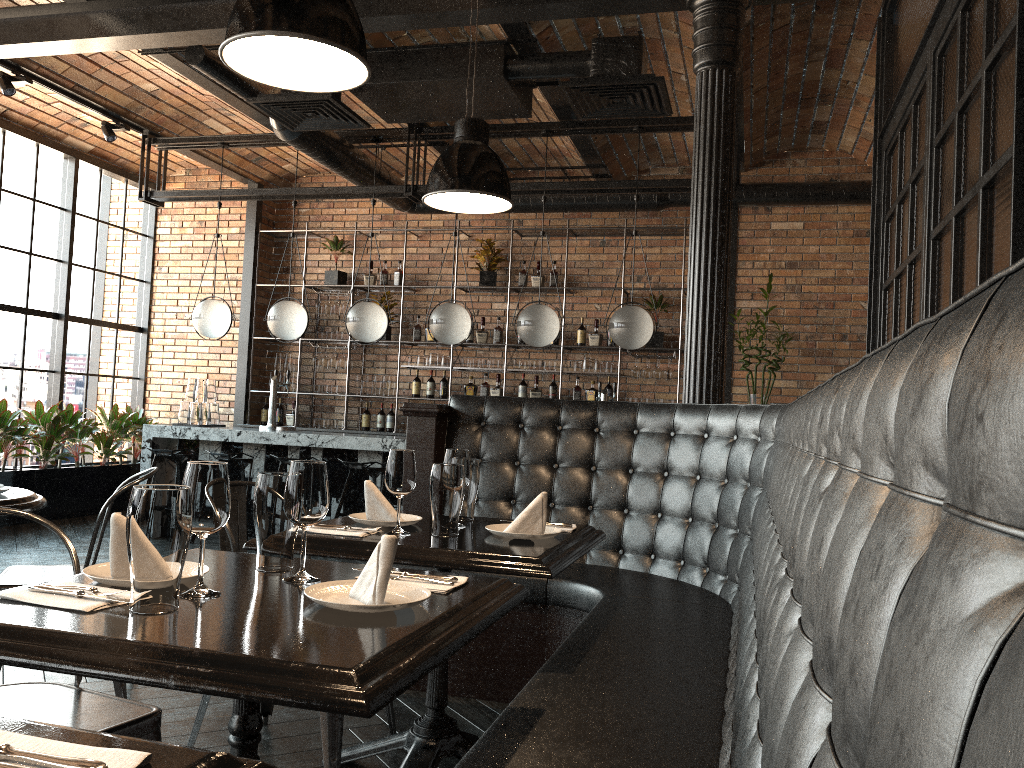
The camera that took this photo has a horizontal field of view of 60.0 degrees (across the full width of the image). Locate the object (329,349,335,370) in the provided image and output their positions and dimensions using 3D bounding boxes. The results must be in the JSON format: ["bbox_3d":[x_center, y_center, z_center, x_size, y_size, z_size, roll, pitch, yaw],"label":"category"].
[{"bbox_3d":[-1.916,-0.272,9.496,0.092,0.244,0.092,2,-2,21],"label":"object"}]

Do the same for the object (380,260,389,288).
[{"bbox_3d":[-1.339,-1.154,9.310,0.083,0.282,0.083,3,-2,0],"label":"object"}]

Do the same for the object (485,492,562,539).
[{"bbox_3d":[0.037,0.395,2.684,0.232,0.139,0.232,4,-2,-27],"label":"object"}]

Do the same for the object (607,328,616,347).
[{"bbox_3d":[0.974,-0.498,8.662,0.086,0.297,0.086,4,-2,-26],"label":"object"}]

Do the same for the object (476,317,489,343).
[{"bbox_3d":[-0.297,-0.538,8.986,0.123,0.279,0.123,3,-2,4],"label":"object"}]

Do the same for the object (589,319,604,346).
[{"bbox_3d":[0.824,-0.495,8.684,0.123,0.279,0.123,2,-2,24],"label":"object"}]

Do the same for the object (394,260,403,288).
[{"bbox_3d":[-1.179,-1.148,9.267,0.083,0.282,0.083,2,-2,30],"label":"object"}]

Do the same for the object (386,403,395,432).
[{"bbox_3d":[-1.256,0.349,9.219,0.086,0.298,0.086,4,-2,-26],"label":"object"}]

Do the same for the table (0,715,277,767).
[{"bbox_3d":[-0.790,0.719,0.617,0.872,0.758,0.872,2,-2,15],"label":"table"}]

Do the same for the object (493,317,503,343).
[{"bbox_3d":[-0.138,-0.534,8.958,0.083,0.282,0.083,2,-2,15],"label":"object"}]

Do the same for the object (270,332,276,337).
[{"bbox_3d":[-2.581,-0.637,9.648,0.086,0.298,0.086,4,-2,-26],"label":"object"}]

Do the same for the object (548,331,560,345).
[{"bbox_3d":[0.411,-0.495,8.808,0.151,0.248,0.094,1,-3,44],"label":"object"}]

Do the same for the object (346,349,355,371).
[{"bbox_3d":[-1.720,-0.264,9.443,0.092,0.244,0.092,2,-2,21],"label":"object"}]

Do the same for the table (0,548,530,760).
[{"bbox_3d":[-0.509,0.773,1.669,0.872,0.758,0.872,2,-2,15],"label":"table"}]

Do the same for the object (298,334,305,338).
[{"bbox_3d":[-2.267,-0.626,9.535,0.086,0.299,0.086,4,-2,-26],"label":"object"}]

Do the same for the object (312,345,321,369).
[{"bbox_3d":[-2.065,-0.284,9.365,0.092,0.244,0.092,2,-2,21],"label":"object"}]

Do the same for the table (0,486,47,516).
[{"bbox_3d":[-2.081,0.746,2.995,0.866,0.758,0.866,4,-2,-21],"label":"table"}]

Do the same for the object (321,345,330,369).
[{"bbox_3d":[-1.958,-0.280,9.337,0.092,0.244,0.092,2,-2,21],"label":"object"}]

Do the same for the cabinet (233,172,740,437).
[{"bbox_3d":[-1.264,-0.431,9.213,7.075,3.779,0.564,2,-2,15],"label":"cabinet"}]

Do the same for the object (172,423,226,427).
[{"bbox_3d":[-2.764,0.364,7.846,0.273,0.019,0.437,2,-2,15],"label":"object"}]

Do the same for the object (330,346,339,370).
[{"bbox_3d":[-1.863,-0.276,9.311,0.092,0.244,0.092,2,-2,21],"label":"object"}]

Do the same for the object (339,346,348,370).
[{"bbox_3d":[-1.763,-0.272,9.284,0.092,0.244,0.092,2,-2,21],"label":"object"}]

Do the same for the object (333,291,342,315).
[{"bbox_3d":[-1.835,-0.848,9.332,0.092,0.244,0.092,2,-2,21],"label":"object"}]

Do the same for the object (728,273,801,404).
[{"bbox_3d":[2.182,-0.164,7.746,0.673,1.546,0.584,4,-3,-36],"label":"object"}]

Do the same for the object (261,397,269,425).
[{"bbox_3d":[-2.667,0.295,9.598,0.086,0.299,0.086,4,-2,-26],"label":"object"}]

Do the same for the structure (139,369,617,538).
[{"bbox_3d":[-0.296,0.675,7.717,5.346,1.430,1.930,2,-2,15],"label":"structure"}]

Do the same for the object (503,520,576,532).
[{"bbox_3d":[0.082,0.460,2.905,0.255,0.019,0.157,2,-2,11],"label":"object"}]

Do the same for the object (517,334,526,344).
[{"bbox_3d":[0.101,-0.533,8.897,0.086,0.299,0.086,4,-2,-26],"label":"object"}]

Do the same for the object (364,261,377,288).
[{"bbox_3d":[-1.491,-1.157,9.352,0.123,0.279,0.123,3,-2,4],"label":"object"}]

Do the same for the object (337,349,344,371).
[{"bbox_3d":[-1.820,-0.268,9.470,0.092,0.244,0.092,2,-2,21],"label":"object"}]

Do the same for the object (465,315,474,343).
[{"bbox_3d":[-0.427,-0.553,9.044,0.086,0.298,0.086,4,-2,-26],"label":"object"}]

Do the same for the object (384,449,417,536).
[{"bbox_3d":[-0.327,0.314,2.587,0.092,0.244,0.092,3,-2,-2],"label":"object"}]

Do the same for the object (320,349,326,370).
[{"bbox_3d":[-2.022,-0.276,9.524,0.092,0.244,0.092,2,-2,21],"label":"object"}]

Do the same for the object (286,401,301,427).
[{"bbox_3d":[-2.336,0.316,9.488,0.123,0.279,0.123,2,-2,29],"label":"object"}]

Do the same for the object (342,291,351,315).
[{"bbox_3d":[-1.735,-0.844,9.305,0.092,0.244,0.092,2,-2,21],"label":"object"}]

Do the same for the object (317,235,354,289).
[{"bbox_3d":[-1.874,-1.309,9.488,0.377,0.554,0.422,3,-2,3],"label":"object"}]

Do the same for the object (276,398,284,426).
[{"bbox_3d":[-2.490,0.300,9.518,0.086,0.297,0.086,5,-3,-41],"label":"object"}]

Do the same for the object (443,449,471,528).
[{"bbox_3d":[-0.180,0.330,2.826,0.092,0.244,0.092,1,-3,32],"label":"object"}]

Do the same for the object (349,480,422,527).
[{"bbox_3d":[-0.399,0.378,2.816,0.232,0.139,0.232,4,-2,-27],"label":"object"}]

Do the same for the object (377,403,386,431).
[{"bbox_3d":[-1.365,0.345,9.273,0.086,0.298,0.086,4,-2,-26],"label":"object"}]

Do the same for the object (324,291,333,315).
[{"bbox_3d":[-1.930,-0.852,9.358,0.092,0.244,0.092,2,-2,21],"label":"object"}]

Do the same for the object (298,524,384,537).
[{"bbox_3d":[-0.478,0.420,2.569,0.255,0.019,0.157,2,-2,16],"label":"object"}]

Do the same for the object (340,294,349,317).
[{"bbox_3d":[-1.792,-0.840,9.491,0.092,0.244,0.092,2,-2,21],"label":"object"}]

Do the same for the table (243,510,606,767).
[{"bbox_3d":[-0.224,0.827,2.734,0.872,0.758,0.872,2,-2,15],"label":"table"}]

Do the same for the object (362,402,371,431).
[{"bbox_3d":[-1.523,0.339,9.290,0.086,0.299,0.086,4,-2,-26],"label":"object"}]

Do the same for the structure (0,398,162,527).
[{"bbox_3d":[-4.289,0.657,7.698,0.757,1.072,4.107,2,-2,14],"label":"structure"}]

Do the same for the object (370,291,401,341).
[{"bbox_3d":[-1.347,-0.703,9.261,0.430,0.526,0.425,2,-2,27],"label":"object"}]

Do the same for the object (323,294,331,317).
[{"bbox_3d":[-1.994,-0.848,9.546,0.092,0.244,0.092,2,-2,21],"label":"object"}]

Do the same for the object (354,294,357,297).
[{"bbox_3d":[-1.692,-0.836,9.465,0.092,0.244,0.092,2,-2,21],"label":"object"}]

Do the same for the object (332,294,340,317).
[{"bbox_3d":[-1.888,-0.844,9.517,0.092,0.244,0.092,2,-2,21],"label":"object"}]

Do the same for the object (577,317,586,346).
[{"bbox_3d":[0.688,-0.509,8.742,0.086,0.299,0.086,4,-2,-26],"label":"object"}]

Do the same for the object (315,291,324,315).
[{"bbox_3d":[-2.036,-0.856,9.387,0.092,0.244,0.092,2,-2,21],"label":"object"}]
